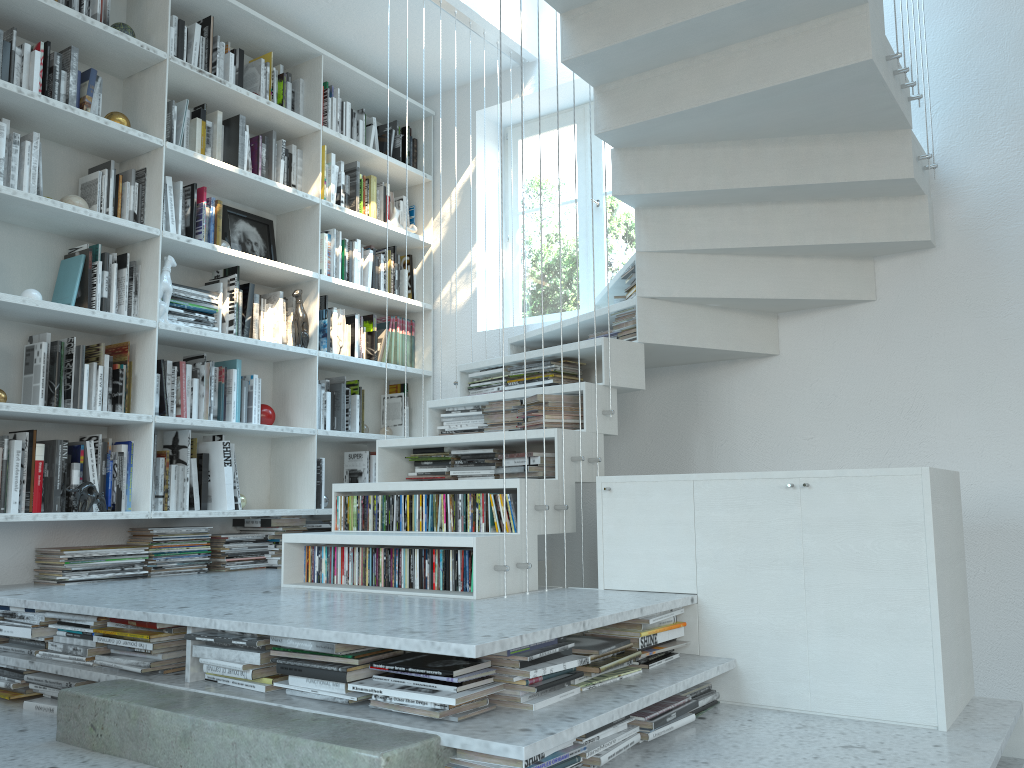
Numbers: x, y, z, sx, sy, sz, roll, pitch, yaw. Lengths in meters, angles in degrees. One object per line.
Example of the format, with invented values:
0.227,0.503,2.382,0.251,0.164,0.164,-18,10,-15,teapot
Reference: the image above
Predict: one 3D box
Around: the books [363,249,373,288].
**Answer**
-0.813,-0.577,4.691,0.177,0.245,0.045,-5,-9,34,books

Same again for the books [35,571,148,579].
-1.597,0.722,3.371,0.193,0.007,0.346,-7,-10,39,books

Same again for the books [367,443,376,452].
-0.685,0.475,4.613,0.185,0.335,0.010,-5,-8,34,books

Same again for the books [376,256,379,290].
-0.782,-0.561,4.781,0.146,0.237,0.028,-5,-8,34,books

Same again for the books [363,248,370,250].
-0.810,-0.584,4.750,0.130,0.273,0.010,-5,-8,34,books

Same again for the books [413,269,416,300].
-0.613,-0.526,4.989,0.184,0.218,0.021,-5,-9,34,books

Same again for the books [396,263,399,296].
-0.694,-0.541,4.877,0.177,0.219,0.025,-5,-9,34,books

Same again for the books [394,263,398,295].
-0.700,-0.540,4.851,0.188,0.211,0.025,-6,-9,34,books

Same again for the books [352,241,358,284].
-0.873,-0.597,4.607,0.172,0.262,0.022,-5,-8,34,books

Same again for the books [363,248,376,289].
-0.799,-0.580,4.723,0.184,0.258,0.023,-5,-8,34,books

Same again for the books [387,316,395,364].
-0.706,-0.216,4.807,0.169,0.293,0.033,-5,-8,34,books

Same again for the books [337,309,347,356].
-0.914,-0.240,4.491,0.176,0.261,0.056,-5,-9,34,books

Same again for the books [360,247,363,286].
-0.846,-0.583,4.679,0.161,0.253,0.012,-5,-8,34,books

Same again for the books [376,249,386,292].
-0.741,-0.581,4.810,0.151,0.282,0.012,-5,-8,34,books

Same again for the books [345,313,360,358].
-0.861,-0.226,4.595,0.171,0.258,0.029,-5,-8,34,books

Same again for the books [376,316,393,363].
-0.727,-0.218,4.776,0.169,0.291,0.072,-5,-9,34,books

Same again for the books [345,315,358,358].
-0.866,-0.223,4.568,0.181,0.247,0.022,-5,-9,34,books

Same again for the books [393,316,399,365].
-0.680,-0.215,4.819,0.169,0.293,0.018,-5,-8,34,books

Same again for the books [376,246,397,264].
-0.696,-0.592,4.908,0.140,0.329,0.013,-5,-8,34,books

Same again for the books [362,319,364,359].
-0.835,-0.213,4.652,0.134,0.248,0.025,-5,-8,34,books

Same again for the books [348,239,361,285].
-0.862,-0.604,4.633,0.166,0.283,0.030,-5,-8,34,books

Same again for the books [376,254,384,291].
-0.758,-0.567,4.798,0.160,0.252,0.025,-5,-8,34,books

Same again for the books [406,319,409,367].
-0.636,-0.205,4.899,0.169,0.293,0.018,-5,-8,34,books

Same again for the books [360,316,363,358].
-0.842,-0.218,4.635,0.161,0.253,0.012,-5,-8,34,books

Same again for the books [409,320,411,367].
-0.630,-0.202,4.916,0.169,0.293,0.018,-5,-8,34,books

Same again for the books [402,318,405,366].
-0.658,-0.208,4.869,0.169,0.293,0.018,-5,-8,34,books

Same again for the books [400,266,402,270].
-0.670,-0.535,4.957,0.131,0.230,0.024,-5,-8,34,books

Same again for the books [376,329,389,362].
-0.748,-0.183,4.737,0.167,0.217,0.089,-5,-9,34,books

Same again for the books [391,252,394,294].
-0.717,-0.571,4.833,0.173,0.267,0.028,-5,-8,34,books

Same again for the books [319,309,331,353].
-0.971,-0.241,4.410,0.171,0.242,0.022,-5,-8,34,books

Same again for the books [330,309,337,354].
-0.950,-0.239,4.439,0.181,0.245,0.026,-5,-9,34,books

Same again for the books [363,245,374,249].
-0.797,-0.591,4.763,0.132,0.291,0.024,-5,-8,34,books

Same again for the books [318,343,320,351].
-1.019,-0.240,4.388,0.144,0.236,0.066,-5,-9,34,books

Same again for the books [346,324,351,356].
-0.891,-0.200,4.519,0.169,0.189,0.023,-6,-9,34,books

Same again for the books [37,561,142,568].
-1.607,0.686,3.384,0.195,0.008,0.308,-6,-9,34,books

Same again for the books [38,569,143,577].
-1.599,0.715,3.374,0.195,0.008,0.308,-7,-10,38,books

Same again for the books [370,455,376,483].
-0.758,0.499,4.520,0.168,0.266,0.031,-5,-8,34,books

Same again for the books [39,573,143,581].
-1.599,0.729,3.372,0.195,0.008,0.308,-5,-9,30,books

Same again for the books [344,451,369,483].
-0.787,0.484,4.480,0.159,0.284,0.012,-5,-8,34,books

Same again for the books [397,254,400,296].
-0.682,-0.568,4.911,0.149,0.282,0.013,-5,-8,34,books

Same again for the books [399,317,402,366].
-0.671,-0.210,4.857,0.169,0.293,0.018,-5,-8,34,books

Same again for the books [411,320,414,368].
-0.611,-0.201,4.925,0.169,0.293,0.018,-5,-8,34,books

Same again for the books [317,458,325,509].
-0.953,0.472,4.204,0.151,0.238,0.030,-5,-8,34,books

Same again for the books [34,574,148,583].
-1.599,0.737,3.371,0.193,0.007,0.346,-7,-10,38,books

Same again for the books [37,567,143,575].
-1.604,0.707,3.377,0.195,0.008,0.308,-6,-9,36,books

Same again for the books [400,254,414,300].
-0.630,-0.566,4.967,0.186,0.292,0.042,-5,-8,34,books

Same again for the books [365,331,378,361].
-0.781,-0.178,4.659,0.191,0.180,0.024,-6,-9,34,books

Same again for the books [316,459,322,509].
-0.964,0.472,4.184,0.183,0.233,0.014,-5,-9,34,books

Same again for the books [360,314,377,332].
-0.790,-0.222,4.700,0.170,0.277,0.026,-5,-8,34,books

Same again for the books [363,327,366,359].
-0.826,-0.190,4.667,0.138,0.206,0.014,-5,-8,34,books

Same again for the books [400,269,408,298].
-0.656,-0.524,4.913,0.192,0.195,0.029,-6,-9,34,books

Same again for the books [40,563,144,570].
-1.597,0.692,3.376,0.195,0.008,0.308,-5,-9,29,books

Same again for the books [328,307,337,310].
-0.946,-0.245,4.466,0.157,0.265,0.022,-5,-8,34,books

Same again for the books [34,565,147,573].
-1.603,0.700,3.380,0.193,0.007,0.346,-5,-9,32,books

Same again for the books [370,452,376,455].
-0.732,0.496,4.580,0.141,0.287,0.047,-5,-8,34,books

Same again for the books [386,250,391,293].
-0.731,-0.577,4.818,0.188,0.276,0.013,-5,-8,34,books

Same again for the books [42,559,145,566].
-1.595,0.677,3.380,0.195,0.008,0.308,-7,-10,39,books

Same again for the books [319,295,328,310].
-0.977,-0.277,4.439,0.141,0.321,0.012,-5,-8,34,books
